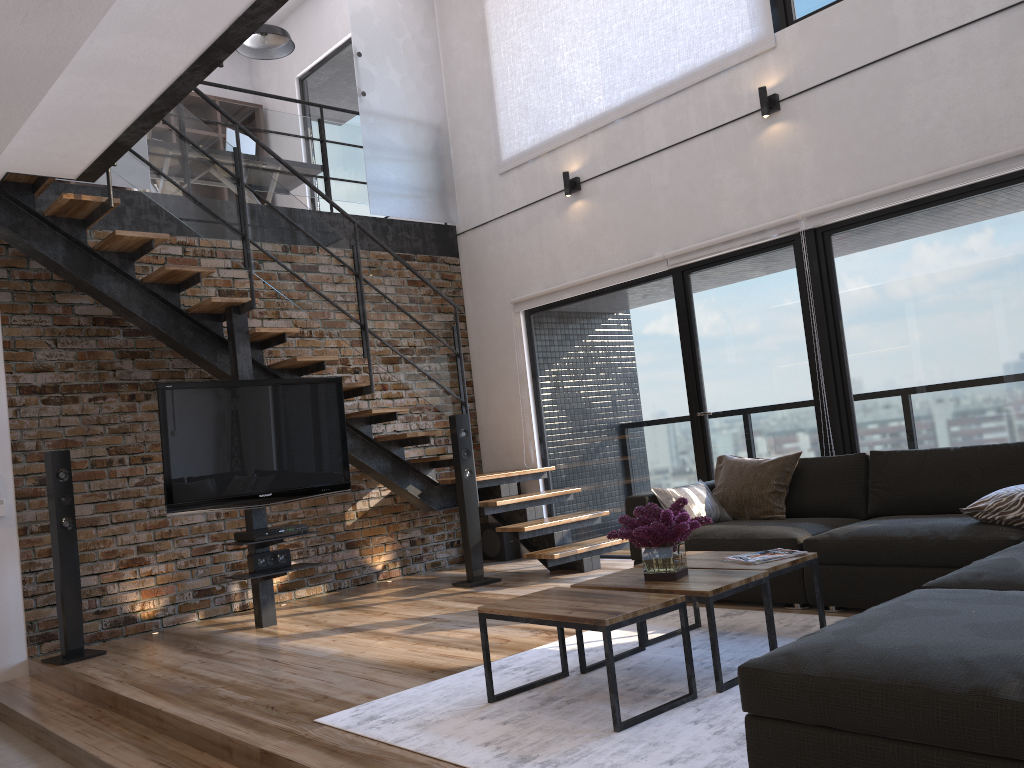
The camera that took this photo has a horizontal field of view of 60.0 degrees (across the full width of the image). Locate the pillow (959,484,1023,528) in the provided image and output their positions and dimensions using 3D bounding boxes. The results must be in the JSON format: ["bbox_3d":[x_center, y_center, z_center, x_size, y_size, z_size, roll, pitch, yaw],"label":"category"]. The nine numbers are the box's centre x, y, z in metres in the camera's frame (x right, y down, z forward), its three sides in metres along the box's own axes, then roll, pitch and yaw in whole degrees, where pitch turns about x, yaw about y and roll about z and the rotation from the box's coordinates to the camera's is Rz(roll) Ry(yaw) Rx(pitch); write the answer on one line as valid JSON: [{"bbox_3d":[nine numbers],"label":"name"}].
[{"bbox_3d":[2.221,0.526,3.844,0.530,0.177,0.356,-3,-6,-44],"label":"pillow"}]

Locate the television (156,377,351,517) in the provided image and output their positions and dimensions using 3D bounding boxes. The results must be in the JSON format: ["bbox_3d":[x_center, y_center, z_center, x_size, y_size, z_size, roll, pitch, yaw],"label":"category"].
[{"bbox_3d":[-1.564,0.367,5.451,1.206,0.782,0.136,-3,-5,-42],"label":"television"}]

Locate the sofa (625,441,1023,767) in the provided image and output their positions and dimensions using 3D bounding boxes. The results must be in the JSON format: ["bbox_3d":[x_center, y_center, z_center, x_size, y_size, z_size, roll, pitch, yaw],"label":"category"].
[{"bbox_3d":[1.292,0.683,3.527,2.997,0.700,3.048,-3,-6,-42],"label":"sofa"}]

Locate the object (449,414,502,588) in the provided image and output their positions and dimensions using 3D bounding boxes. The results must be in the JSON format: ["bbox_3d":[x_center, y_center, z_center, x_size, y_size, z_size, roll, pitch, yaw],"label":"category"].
[{"bbox_3d":[-0.316,0.816,6.304,0.271,1.205,0.271,-4,-4,-37],"label":"object"}]

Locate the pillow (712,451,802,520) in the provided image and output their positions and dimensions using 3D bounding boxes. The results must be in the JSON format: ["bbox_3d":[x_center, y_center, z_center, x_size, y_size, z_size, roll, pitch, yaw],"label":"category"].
[{"bbox_3d":[1.363,0.591,5.109,0.265,0.382,0.610,-3,-5,-42],"label":"pillow"}]

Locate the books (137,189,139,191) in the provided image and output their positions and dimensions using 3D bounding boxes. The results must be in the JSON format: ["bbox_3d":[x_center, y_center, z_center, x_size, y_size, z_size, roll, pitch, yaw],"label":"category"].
[{"bbox_3d":[-3.970,-1.982,9.370,0.028,0.250,0.168,-3,-5,-42],"label":"books"}]

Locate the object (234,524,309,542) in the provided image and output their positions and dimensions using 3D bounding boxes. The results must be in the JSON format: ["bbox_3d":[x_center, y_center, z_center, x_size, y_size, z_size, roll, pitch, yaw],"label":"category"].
[{"bbox_3d":[-1.459,0.904,5.387,0.360,0.058,0.275,-3,-6,-42],"label":"object"}]

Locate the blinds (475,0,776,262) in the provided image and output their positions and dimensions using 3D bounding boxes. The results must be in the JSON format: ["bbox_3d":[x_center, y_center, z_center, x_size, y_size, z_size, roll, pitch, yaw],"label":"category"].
[{"bbox_3d":[-0.744,-2.490,6.664,10.212,2.973,1.995,-8,-4,26],"label":"blinds"}]

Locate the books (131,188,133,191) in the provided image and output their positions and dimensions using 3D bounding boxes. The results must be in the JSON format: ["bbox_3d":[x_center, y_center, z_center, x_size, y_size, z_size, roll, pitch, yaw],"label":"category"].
[{"bbox_3d":[-4.020,-1.988,9.316,0.015,0.266,0.180,-3,-5,-42],"label":"books"}]

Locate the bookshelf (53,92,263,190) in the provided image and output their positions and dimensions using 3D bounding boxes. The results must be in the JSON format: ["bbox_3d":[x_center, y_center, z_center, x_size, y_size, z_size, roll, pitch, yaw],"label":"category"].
[{"bbox_3d":[-3.892,-2.064,9.496,2.716,2.279,0.307,-3,-5,-42],"label":"bookshelf"}]

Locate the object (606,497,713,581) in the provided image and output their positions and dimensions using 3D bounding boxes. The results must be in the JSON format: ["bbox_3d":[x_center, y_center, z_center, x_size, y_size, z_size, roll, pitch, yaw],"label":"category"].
[{"bbox_3d":[0.582,0.582,3.445,0.375,0.342,0.342,-3,-5,-41],"label":"object"}]

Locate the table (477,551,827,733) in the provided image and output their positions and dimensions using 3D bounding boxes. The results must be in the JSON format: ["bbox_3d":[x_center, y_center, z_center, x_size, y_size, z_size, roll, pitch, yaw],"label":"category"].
[{"bbox_3d":[0.593,0.928,3.425,1.298,0.350,0.698,-3,-5,-42],"label":"table"}]

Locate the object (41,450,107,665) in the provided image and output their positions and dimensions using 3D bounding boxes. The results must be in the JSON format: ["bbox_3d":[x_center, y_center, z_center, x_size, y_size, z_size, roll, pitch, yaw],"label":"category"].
[{"bbox_3d":[-2.598,0.991,5.159,0.271,1.205,0.271,-9,-4,38],"label":"object"}]

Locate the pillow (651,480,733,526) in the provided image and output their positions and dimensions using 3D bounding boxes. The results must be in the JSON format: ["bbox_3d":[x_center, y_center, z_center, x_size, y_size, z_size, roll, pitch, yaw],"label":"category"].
[{"bbox_3d":[1.021,0.687,4.991,0.498,0.265,0.212,-3,-5,-42],"label":"pillow"}]

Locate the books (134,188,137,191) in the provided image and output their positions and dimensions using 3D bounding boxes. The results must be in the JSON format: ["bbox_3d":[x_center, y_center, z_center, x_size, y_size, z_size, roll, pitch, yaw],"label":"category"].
[{"bbox_3d":[-3.993,-1.979,9.344,0.039,0.244,0.174,-3,-5,-42],"label":"books"}]

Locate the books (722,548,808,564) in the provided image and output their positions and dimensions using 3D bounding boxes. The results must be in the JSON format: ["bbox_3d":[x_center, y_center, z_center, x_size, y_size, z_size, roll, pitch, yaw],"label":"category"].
[{"bbox_3d":[1.045,0.712,3.667,0.295,0.013,0.229,-5,-4,-21],"label":"books"}]

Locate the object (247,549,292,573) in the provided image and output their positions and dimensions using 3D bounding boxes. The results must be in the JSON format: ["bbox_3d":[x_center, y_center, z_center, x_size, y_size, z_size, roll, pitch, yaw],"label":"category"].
[{"bbox_3d":[-1.487,1.084,5.440,0.247,0.112,0.089,-3,-5,-42],"label":"object"}]

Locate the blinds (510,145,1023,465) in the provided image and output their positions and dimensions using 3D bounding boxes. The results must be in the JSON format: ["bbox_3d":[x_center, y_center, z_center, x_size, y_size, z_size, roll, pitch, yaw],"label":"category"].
[{"bbox_3d":[1.876,-0.036,5.326,0.095,2.042,5.376,-3,-5,-42],"label":"blinds"}]

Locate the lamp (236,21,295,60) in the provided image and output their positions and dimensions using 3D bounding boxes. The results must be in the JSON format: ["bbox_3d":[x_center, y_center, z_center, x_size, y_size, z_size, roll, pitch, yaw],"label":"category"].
[{"bbox_3d":[-2.300,-3.635,8.052,0.532,1.186,0.533,-6,-3,0],"label":"lamp"}]

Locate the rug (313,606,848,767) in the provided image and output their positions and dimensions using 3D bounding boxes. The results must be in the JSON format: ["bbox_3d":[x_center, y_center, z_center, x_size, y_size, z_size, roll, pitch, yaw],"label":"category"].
[{"bbox_3d":[0.589,1.103,3.386,2.112,0.003,1.639,-3,-6,-42],"label":"rug"}]

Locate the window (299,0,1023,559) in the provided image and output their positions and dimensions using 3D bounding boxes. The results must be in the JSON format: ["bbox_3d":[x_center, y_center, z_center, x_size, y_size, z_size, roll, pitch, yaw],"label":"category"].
[{"bbox_3d":[0.345,-1.391,4.459,5.661,5.562,13.416,-3,-5,-42],"label":"window"}]
